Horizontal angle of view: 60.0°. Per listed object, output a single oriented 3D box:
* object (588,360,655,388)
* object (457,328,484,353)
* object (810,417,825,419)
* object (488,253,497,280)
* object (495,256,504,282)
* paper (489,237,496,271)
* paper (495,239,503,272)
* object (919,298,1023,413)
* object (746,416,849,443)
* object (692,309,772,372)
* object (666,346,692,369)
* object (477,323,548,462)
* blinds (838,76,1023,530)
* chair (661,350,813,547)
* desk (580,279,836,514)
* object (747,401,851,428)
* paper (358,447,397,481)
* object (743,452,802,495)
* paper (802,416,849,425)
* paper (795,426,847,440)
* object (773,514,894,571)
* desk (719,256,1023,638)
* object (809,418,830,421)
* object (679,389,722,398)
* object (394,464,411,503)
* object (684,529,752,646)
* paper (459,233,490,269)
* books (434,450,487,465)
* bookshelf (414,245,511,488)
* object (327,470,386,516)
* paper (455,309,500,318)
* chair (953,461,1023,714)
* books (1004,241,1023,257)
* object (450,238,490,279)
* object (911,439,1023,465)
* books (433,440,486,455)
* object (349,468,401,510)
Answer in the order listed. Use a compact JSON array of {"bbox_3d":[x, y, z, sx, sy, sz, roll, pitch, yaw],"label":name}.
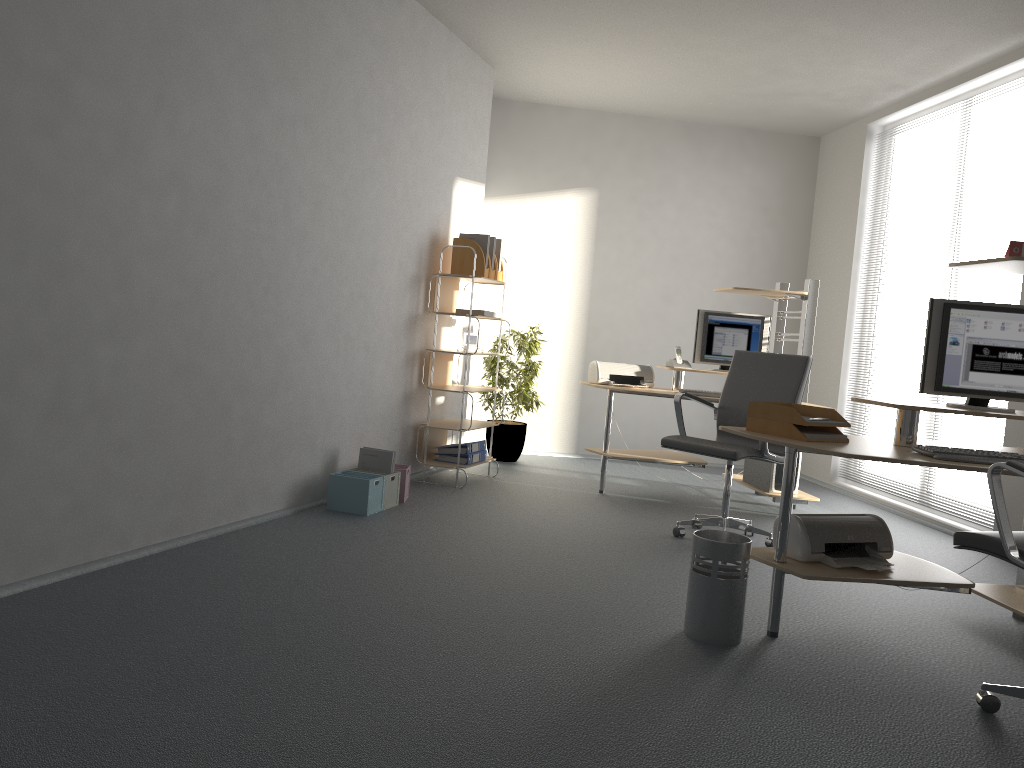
[{"bbox_3d":[0.791,-0.065,6.160,0.438,0.162,0.351,4,3,-16],"label":"object"},{"bbox_3d":[-0.278,-0.298,6.039,0.077,0.161,0.192,7,4,38],"label":"object"},{"bbox_3d":[1.146,0.130,3.332,0.008,0.009,0.159,7,4,38],"label":"object"},{"bbox_3d":[-0.232,-0.845,6.079,0.243,0.259,0.113,6,3,20],"label":"object"},{"bbox_3d":[-0.184,-0.848,6.194,0.243,0.259,0.113,6,4,23],"label":"object"},{"bbox_3d":[-0.224,-0.866,6.098,0.213,0.297,0.045,6,3,20],"label":"paper"},{"bbox_3d":[-0.176,-0.868,6.212,0.213,0.297,0.045,6,4,23],"label":"paper"},{"bbox_3d":[1.896,-0.107,3.525,0.516,0.418,0.245,6,3,14],"label":"object"},{"bbox_3d":[1.091,0.170,3.395,0.225,0.060,0.309,3,4,-28],"label":"object"},{"bbox_3d":[1.546,-0.294,6.269,0.516,0.418,0.245,5,3,7],"label":"object"},{"bbox_3d":[1.171,-0.188,6.205,0.150,0.151,0.119,4,4,-22],"label":"object"},{"bbox_3d":[0.009,0.061,7.178,0.544,1.147,0.644,6,4,21],"label":"object"},{"bbox_3d":[2.908,-0.549,6.162,0.037,2.749,1.950,4,3,-8],"label":"blinds"},{"bbox_3d":[1.217,0.336,4.882,0.652,1.048,0.584,2,4,-42],"label":"chair"},{"bbox_3d":[1.272,0.018,5.983,1.469,1.566,0.967,4,3,-8],"label":"desk"},{"bbox_3d":[1.096,0.114,3.392,0.225,0.060,0.309,3,4,-28],"label":"object"},{"bbox_3d":[-0.775,0.521,5.024,0.220,0.306,0.068,6,3,19],"label":"paper"},{"bbox_3d":[1.765,0.494,6.000,0.199,0.422,0.471,4,3,-8],"label":"object"},{"bbox_3d":[1.095,0.131,3.392,0.210,0.010,0.297,3,4,-28],"label":"paper"},{"bbox_3d":[1.091,0.183,3.395,0.210,0.019,0.297,3,4,-28],"label":"paper"},{"bbox_3d":[1.267,0.589,3.343,0.438,0.162,0.351,3,4,-23],"label":"object"},{"bbox_3d":[1.623,0.206,3.217,1.469,1.566,0.967,4,3,-8],"label":"desk"},{"bbox_3d":[1.143,0.132,3.302,0.159,0.009,0.008,2,5,-44],"label":"object"},{"bbox_3d":[1.343,0.079,6.099,0.478,0.082,0.814,5,3,0],"label":"object"},{"bbox_3d":[-0.738,0.583,5.235,0.245,0.202,0.185,5,3,1],"label":"object"},{"bbox_3d":[0.743,0.737,3.210,0.208,0.377,0.208,7,4,36],"label":"object"},{"bbox_3d":[-0.265,-0.862,5.981,0.213,0.297,0.045,6,3,18],"label":"paper"},{"bbox_3d":[-0.354,0.487,6.082,0.262,0.072,0.320,6,3,21],"label":"books"},{"bbox_3d":[-0.311,-0.121,6.065,0.381,1.572,0.724,6,3,20],"label":"bookshelf"},{"bbox_3d":[-0.848,0.596,4.839,0.245,0.202,0.185,6,3,19],"label":"object"},{"bbox_3d":[-0.234,-0.487,6.129,0.213,0.046,0.297,6,3,20],"label":"paper"},{"bbox_3d":[1.715,0.512,2.555,0.584,1.048,0.652,4,3,-21],"label":"chair"},{"bbox_3d":[2.104,-0.499,3.447,0.320,0.072,0.262,6,4,25],"label":"books"},{"bbox_3d":[-0.272,-0.842,5.962,0.243,0.259,0.113,6,3,18],"label":"object"},{"bbox_3d":[1.654,0.263,3.344,0.478,0.082,0.814,5,3,0],"label":"object"},{"bbox_3d":[-0.359,0.431,6.083,0.263,0.100,0.320,6,3,21],"label":"books"},{"bbox_3d":[-0.787,0.592,5.014,0.245,0.202,0.185,6,3,19],"label":"object"}]
